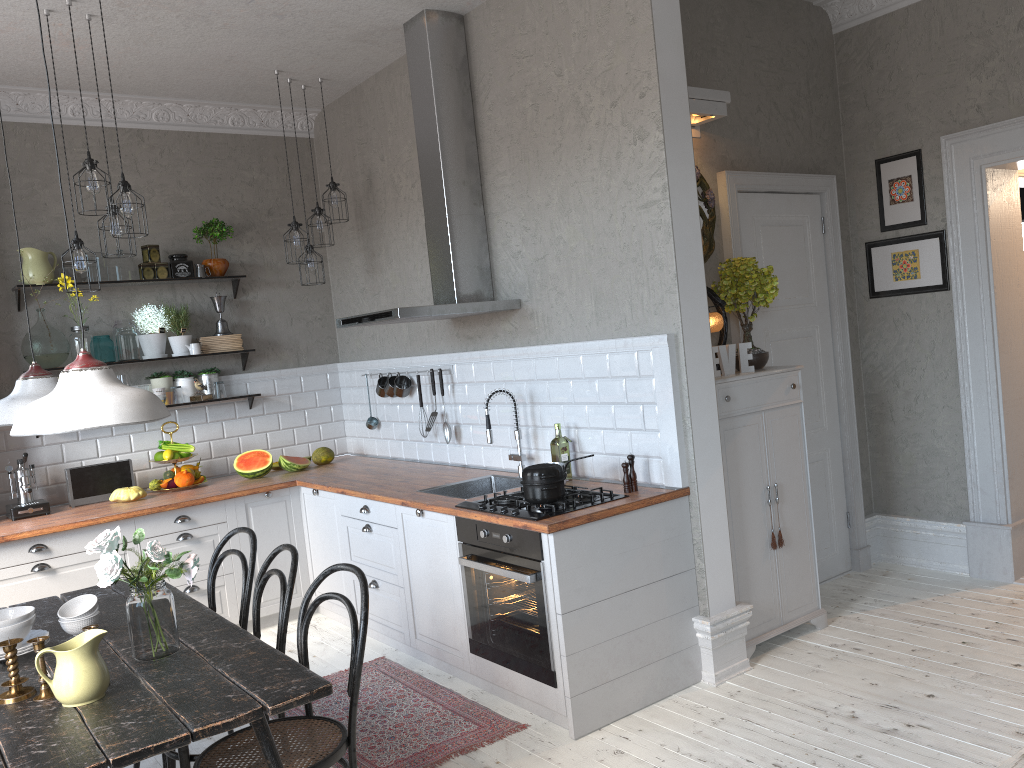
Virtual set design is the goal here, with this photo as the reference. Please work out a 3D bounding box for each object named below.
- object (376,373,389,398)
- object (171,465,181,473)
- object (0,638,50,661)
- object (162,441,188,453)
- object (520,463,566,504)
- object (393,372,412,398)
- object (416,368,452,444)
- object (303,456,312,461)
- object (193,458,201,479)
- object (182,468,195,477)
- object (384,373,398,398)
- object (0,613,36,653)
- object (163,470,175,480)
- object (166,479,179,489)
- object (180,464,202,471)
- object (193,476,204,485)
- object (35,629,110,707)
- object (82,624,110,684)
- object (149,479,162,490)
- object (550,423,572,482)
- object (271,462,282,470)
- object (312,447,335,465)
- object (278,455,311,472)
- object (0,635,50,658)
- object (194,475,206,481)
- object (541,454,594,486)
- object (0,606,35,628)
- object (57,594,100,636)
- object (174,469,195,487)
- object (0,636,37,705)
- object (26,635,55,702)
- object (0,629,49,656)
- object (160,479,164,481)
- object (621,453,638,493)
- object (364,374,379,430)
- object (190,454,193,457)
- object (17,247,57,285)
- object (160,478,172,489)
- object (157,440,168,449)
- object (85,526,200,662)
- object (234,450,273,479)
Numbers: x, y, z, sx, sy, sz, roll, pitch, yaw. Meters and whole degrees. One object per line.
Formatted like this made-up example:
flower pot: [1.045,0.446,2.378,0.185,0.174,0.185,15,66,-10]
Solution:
object: [-0.822,0.008,5.729,0.110,0.161,0.134,-7,3,-24]
object: [-2.097,0.555,5.536,0.087,0.093,0.085,-9,4,-40]
object: [-1.607,0.854,2.825,0.240,0.027,0.234,-7,3,-18]
object: [-2.083,0.390,5.523,0.183,0.096,0.087,-7,3,-16]
object: [0.130,0.409,3.646,0.189,0.147,0.194,-4,4,34]
object: [-0.683,0.004,5.521,0.110,0.161,0.135,-7,3,-19]
object: [-0.476,0.133,5.222,0.083,0.443,0.322,-8,4,-35]
object: [-1.407,0.523,5.911,0.119,0.073,0.202,-5,3,18]
object: [-1.984,0.531,5.560,0.062,0.120,0.124,-7,3,-12]
object: [-2.004,0.559,5.466,0.089,0.078,0.087,-7,3,-10]
object: [-0.748,0.005,5.628,0.110,0.161,0.134,-8,4,-34]
object: [-1.613,0.801,2.821,0.176,0.094,0.183,-3,4,45]
object: [-2.126,0.570,5.524,0.079,0.076,0.153,-7,3,-9]
object: [-2.116,0.619,5.441,0.224,0.076,0.071,-4,4,36]
object: [-2.012,0.527,5.549,0.129,0.056,0.058,-9,4,-44]
object: [-1.955,0.599,5.492,0.089,0.051,0.068,-5,3,11]
object: [-1.156,0.759,2.359,0.134,0.170,0.151,-5,3,15]
object: [-1.159,0.756,2.458,0.060,0.167,0.058,-7,3,-23]
object: [-2.173,0.614,5.423,0.077,0.072,0.151,-6,3,-6]
object: [0.247,0.330,4.281,0.091,0.282,0.080,-8,4,-36]
object: [-1.559,0.541,5.916,0.202,0.067,0.101,-8,4,-30]
object: [-1.270,0.483,5.953,0.131,0.119,0.206,-5,3,17]
object: [-1.390,0.504,5.712,0.145,0.127,0.229,-4,4,37]
object: [-1.608,0.845,2.824,0.234,0.027,0.241,-5,3,22]
object: [-2.039,0.594,5.578,0.217,0.044,0.054,-6,3,1]
object: [0.219,0.389,3.990,0.304,0.134,0.174,-6,3,-2]
object: [-1.615,0.781,2.820,0.176,0.094,0.183,-3,4,45]
object: [-1.460,0.784,2.987,0.126,0.119,0.126,-7,3,-20]
object: [-1.993,0.574,5.383,0.110,0.111,0.114,-5,3,21]
object: [-1.371,0.777,2.432,0.094,0.172,0.098,-4,4,35]
object: [-1.280,0.769,2.411,0.062,0.172,0.061,-7,3,-15]
object: [-1.609,0.837,2.824,0.240,0.027,0.235,-7,3,-13]
object: [-2.125,0.615,5.539,0.235,0.048,0.062,-5,3,25]
object: [0.506,0.382,3.824,0.074,0.167,0.035,-8,4,-36]
object: [-0.955,0.119,5.946,0.078,0.379,0.081,-8,4,-36]
object: [-2.020,0.438,5.528,0.053,0.050,0.048,-8,3,-27]
object: [-2.763,-0.680,5.164,0.194,0.216,0.170,-7,3,-22]
object: [-2.120,0.612,5.419,0.086,0.057,0.088,-6,3,-4]
object: [-2.126,0.369,5.413,0.050,0.058,0.074,-4,4,31]
object: [-1.091,0.613,2.658,0.318,0.414,0.246,-8,4,-38]
object: [-1.632,0.512,5.595,0.238,0.174,0.215,-7,3,-14]
